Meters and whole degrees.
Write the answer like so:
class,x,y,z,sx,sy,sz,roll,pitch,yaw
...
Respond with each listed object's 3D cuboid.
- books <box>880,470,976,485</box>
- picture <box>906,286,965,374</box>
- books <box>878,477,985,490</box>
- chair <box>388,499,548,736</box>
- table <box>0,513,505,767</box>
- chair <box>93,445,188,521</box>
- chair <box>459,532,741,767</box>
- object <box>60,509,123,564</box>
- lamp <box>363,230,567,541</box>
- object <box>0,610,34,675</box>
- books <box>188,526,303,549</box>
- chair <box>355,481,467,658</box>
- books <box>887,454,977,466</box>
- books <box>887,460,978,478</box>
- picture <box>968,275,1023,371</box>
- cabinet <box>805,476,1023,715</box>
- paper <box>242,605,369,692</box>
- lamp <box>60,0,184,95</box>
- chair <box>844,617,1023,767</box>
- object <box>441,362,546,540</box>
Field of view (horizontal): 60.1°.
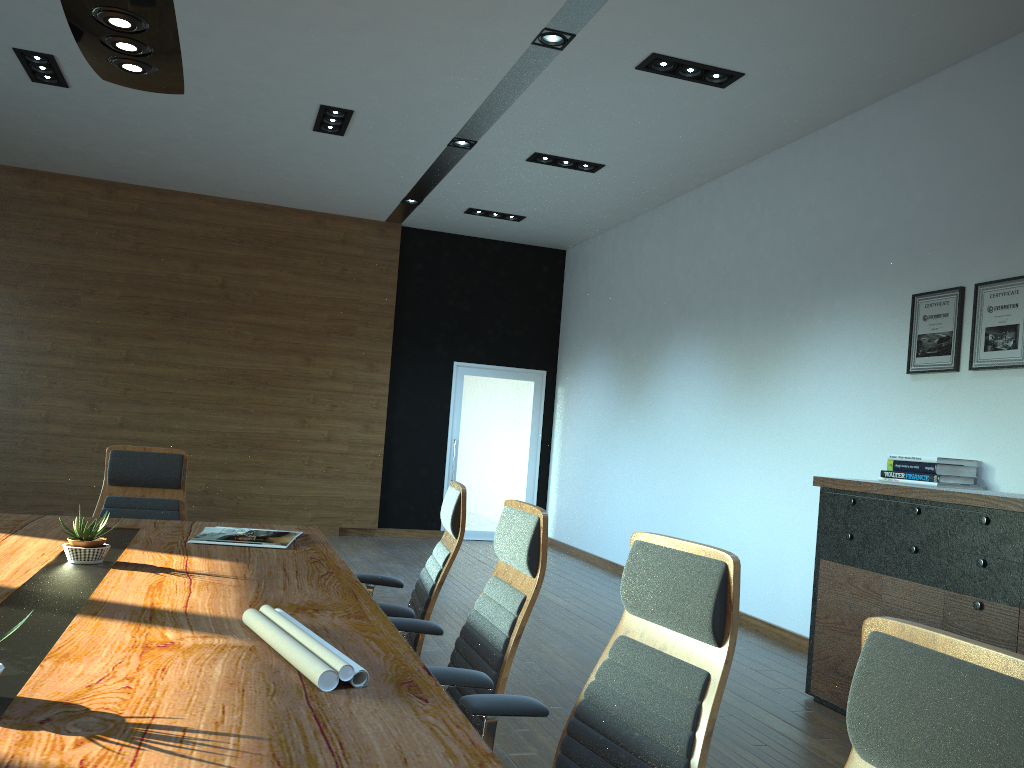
class,x,y,z,sx,sy,sz,roll,pitch,yaw
books,2.305,0.520,4.923,0.274,0.041,0.403,6,-3,-23
picture,2.480,-0.306,5.197,0.028,0.483,0.380,5,-2,-18
books,2.323,0.552,4.925,0.323,0.021,0.443,5,-3,-18
chair,-0.298,0.910,2.711,0.697,1.127,0.706,5,-1,-17
table,-1.015,0.949,1.553,1.787,0.796,5.543,5,-3,-18
chair,-1.859,0.880,4.315,0.707,1.127,0.696,5,-1,-15
chair,0.073,0.894,1.923,0.697,1.127,0.706,5,-1,-26
object,-1.437,0.508,2.996,0.178,0.187,0.153,6,-2,-43
lamp,-3.136,-0.356,7.358,9.402,3.705,16.686,5,-3,-18
object,-0.971,0.463,1.550,0.153,0.187,0.178,4,-2,22
books,-1.139,0.650,3.851,0.389,0.033,0.545,5,-3,-6
chair,-0.567,0.936,3.537,0.696,1.127,0.706,5,-1,-11
books,2.341,0.424,4.941,0.292,0.032,0.362,6,-3,-19
books,2.338,0.471,4.940,0.288,0.063,0.369,5,-3,-18
picture,2.624,-0.321,4.746,0.028,0.483,0.380,5,-2,-18
cabinet,2.369,1.131,3.974,0.768,1.232,2.348,5,-3,-18
paper,-0.786,0.506,1.192,0.627,0.083,2.247,3,-3,23
lamp,-1.238,-1.717,2.956,0.340,1.198,1.197,5,-2,-18
chair,0.238,0.855,1.009,0.697,1.127,0.706,5,-1,-17
object,-0.244,0.861,11.032,1.199,2.159,0.200,5,-1,-18
